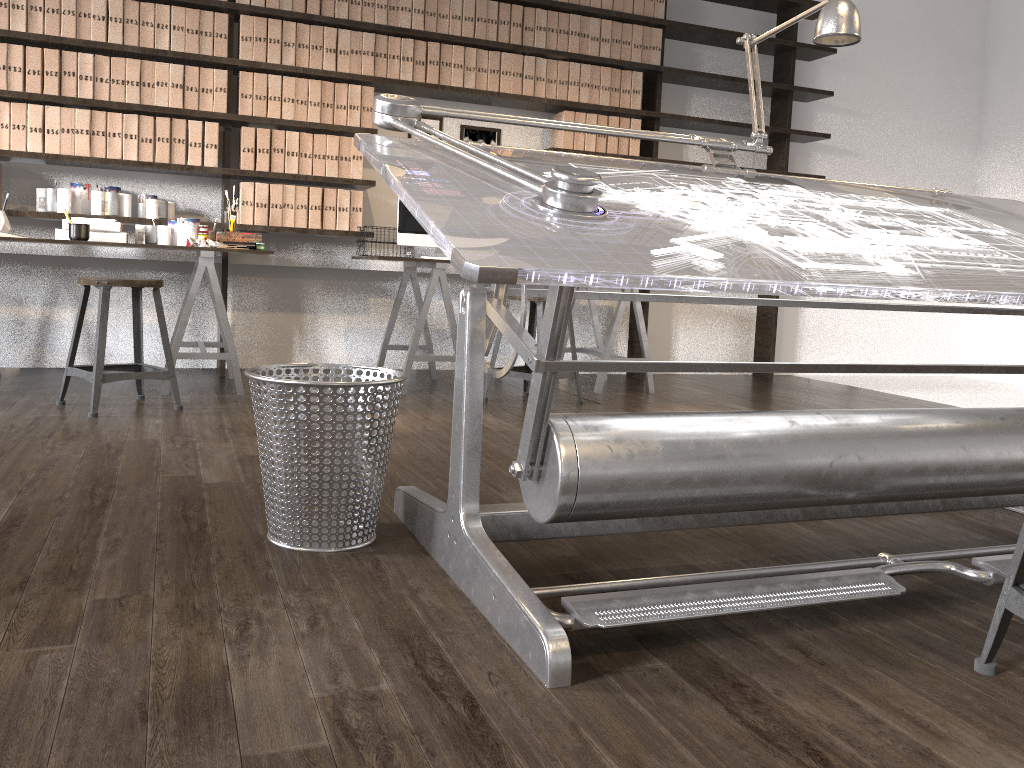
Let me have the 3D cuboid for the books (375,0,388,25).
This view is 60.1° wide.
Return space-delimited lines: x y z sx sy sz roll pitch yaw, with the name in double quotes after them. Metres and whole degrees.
-0.719 -2.023 4.770 0.067 0.225 0.175 1 6 -21 "books"

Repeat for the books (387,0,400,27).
-0.658 -2.023 4.798 0.066 0.224 0.175 1 6 -21 "books"

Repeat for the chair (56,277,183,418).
-1.568 -0.159 3.544 0.359 0.526 0.372 7 7 42 "chair"

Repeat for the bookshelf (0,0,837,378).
-2.294 -0.924 4.357 9.174 3.195 0.375 0 5 -21 "bookshelf"

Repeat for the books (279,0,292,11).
-1.182 -2.023 4.595 0.066 0.224 0.175 1 6 -21 "books"

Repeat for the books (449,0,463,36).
-0.336 -2.023 4.921 0.066 0.225 0.175 1 6 -21 "books"

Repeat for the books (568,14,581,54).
0.330 -2.023 5.176 0.067 0.225 0.175 1 6 -21 "books"

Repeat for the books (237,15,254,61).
-1.368 -1.756 4.547 0.066 0.224 0.175 1 6 -21 "books"

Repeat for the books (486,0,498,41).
-0.142 -2.024 4.997 0.066 0.224 0.175 1 6 -21 "books"

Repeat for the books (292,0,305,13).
-1.122 -2.023 4.621 0.066 0.224 0.175 1 6 -21 "books"

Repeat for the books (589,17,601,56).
0.450 -2.024 5.226 0.066 0.224 0.175 1 6 -21 "books"

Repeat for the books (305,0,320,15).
-1.051 -2.023 4.642 0.067 0.225 0.175 1 6 -21 "books"

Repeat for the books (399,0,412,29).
-0.599 -2.023 4.819 0.066 0.224 0.175 1 6 -21 "books"

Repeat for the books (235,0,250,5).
-1.375 -2.023 4.519 0.066 0.225 0.175 1 6 -21 "books"

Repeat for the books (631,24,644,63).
0.714 -2.023 5.325 0.067 0.225 0.175 1 6 -21 "books"

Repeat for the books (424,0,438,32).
-0.467 -2.023 4.873 0.066 0.225 0.175 1 6 -21 "books"

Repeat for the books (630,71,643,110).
0.713 -1.757 5.351 0.066 0.225 0.175 1 6 -21 "books"

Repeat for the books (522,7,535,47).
0.066 -2.024 5.081 0.066 0.225 0.175 1 6 -21 "books"

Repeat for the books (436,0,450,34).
-0.403 -2.024 4.900 0.066 0.225 0.175 1 6 -21 "books"

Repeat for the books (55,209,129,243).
-1.932 -0.721 4.077 0.294 0.147 0.387 0 7 -21 "books"

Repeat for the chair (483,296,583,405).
0.112 -0.163 4.223 0.373 0.526 0.359 7 6 37 "chair"

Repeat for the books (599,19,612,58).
0.518 -2.023 5.250 0.067 0.225 0.175 1 6 -21 "books"

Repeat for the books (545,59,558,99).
0.197 -1.757 5.157 0.066 0.225 0.175 1 6 -21 "books"

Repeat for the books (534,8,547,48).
0.134 -2.023 5.102 0.066 0.225 0.175 1 6 -21 "books"

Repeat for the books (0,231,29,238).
-2.241 -0.642 3.773 0.354 0.029 0.257 0 8 -21 "books"

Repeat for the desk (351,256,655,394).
0.012 -0.314 4.804 1.668 0.667 0.659 0 6 -21 "desk"

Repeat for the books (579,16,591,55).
0.391 -2.024 5.205 0.066 0.224 0.175 1 6 -21 "books"

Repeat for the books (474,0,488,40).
-0.200 -2.023 4.970 0.067 0.225 0.175 1 6 -21 "books"

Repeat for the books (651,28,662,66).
0.834 -2.024 5.375 0.066 0.224 0.175 1 6 -21 "books"

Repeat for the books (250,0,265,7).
-1.307 -2.022 4.542 0.066 0.225 0.175 1 6 -21 "books"

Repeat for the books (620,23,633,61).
0.647 -2.024 5.306 0.066 0.225 0.175 1 6 -21 "books"

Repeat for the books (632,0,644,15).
0.723 -2.299 5.308 0.066 0.225 0.175 1 6 -21 "books"

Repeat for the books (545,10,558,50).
0.199 -2.024 5.132 0.066 0.225 0.175 1 6 -21 "books"

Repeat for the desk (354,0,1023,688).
0.714 -0.301 2.078 2.068 1.381 1.082 0 6 -21 "desk"

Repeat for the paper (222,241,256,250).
-1.306 -0.659 4.213 0.155 0.038 0.138 2 7 -7 "paper"

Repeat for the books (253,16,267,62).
-1.307 -1.755 4.566 0.067 0.225 0.175 1 6 -21 "books"

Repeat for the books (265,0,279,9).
-1.239 -2.022 4.568 0.067 0.225 0.175 1 6 -21 "books"

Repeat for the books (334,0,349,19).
-0.915 -2.023 4.696 0.066 0.225 0.175 1 6 -21 "books"

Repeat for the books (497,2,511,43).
-0.073 -2.024 5.027 0.066 0.224 0.175 1 6 -21 "books"

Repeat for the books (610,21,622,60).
0.582 -2.024 5.279 0.066 0.225 0.175 1 6 -21 "books"

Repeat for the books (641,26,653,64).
0.775 -2.024 5.353 0.066 0.224 0.175 1 6 -21 "books"

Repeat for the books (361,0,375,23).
-0.784 -2.023 4.751 0.066 0.225 0.175 1 6 -21 "books"

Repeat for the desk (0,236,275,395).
-1.984 -0.313 4.030 1.668 0.667 0.659 0 6 -21 "desk"

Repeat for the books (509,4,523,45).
-0.002 -2.023 5.049 0.067 0.225 0.175 1 6 -21 "books"

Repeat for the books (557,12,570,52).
0.265 -2.024 5.157 0.066 0.225 0.175 1 6 -21 "books"

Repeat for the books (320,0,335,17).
-0.983 -2.023 4.674 0.066 0.225 0.175 1 6 -21 "books"

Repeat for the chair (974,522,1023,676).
0.930 0.250 1.257 0.372 0.526 0.360 3 5 7 "chair"

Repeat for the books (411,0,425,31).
-0.531 -2.023 4.844 0.067 0.225 0.175 1 6 -21 "books"

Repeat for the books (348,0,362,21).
-0.850 -2.023 4.725 0.066 0.225 0.175 1 6 -21 "books"

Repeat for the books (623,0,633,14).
0.654 -2.299 5.280 0.066 0.224 0.175 1 6 -21 "books"

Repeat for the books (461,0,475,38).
-0.267 -2.023 4.944 0.066 0.225 0.175 1 6 -21 "books"

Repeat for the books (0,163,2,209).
-2.472 -0.941 4.198 0.066 0.225 0.175 1 6 -21 "books"

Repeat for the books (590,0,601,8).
0.460 -2.299 5.204 0.066 0.225 0.175 1 6 -21 "books"
